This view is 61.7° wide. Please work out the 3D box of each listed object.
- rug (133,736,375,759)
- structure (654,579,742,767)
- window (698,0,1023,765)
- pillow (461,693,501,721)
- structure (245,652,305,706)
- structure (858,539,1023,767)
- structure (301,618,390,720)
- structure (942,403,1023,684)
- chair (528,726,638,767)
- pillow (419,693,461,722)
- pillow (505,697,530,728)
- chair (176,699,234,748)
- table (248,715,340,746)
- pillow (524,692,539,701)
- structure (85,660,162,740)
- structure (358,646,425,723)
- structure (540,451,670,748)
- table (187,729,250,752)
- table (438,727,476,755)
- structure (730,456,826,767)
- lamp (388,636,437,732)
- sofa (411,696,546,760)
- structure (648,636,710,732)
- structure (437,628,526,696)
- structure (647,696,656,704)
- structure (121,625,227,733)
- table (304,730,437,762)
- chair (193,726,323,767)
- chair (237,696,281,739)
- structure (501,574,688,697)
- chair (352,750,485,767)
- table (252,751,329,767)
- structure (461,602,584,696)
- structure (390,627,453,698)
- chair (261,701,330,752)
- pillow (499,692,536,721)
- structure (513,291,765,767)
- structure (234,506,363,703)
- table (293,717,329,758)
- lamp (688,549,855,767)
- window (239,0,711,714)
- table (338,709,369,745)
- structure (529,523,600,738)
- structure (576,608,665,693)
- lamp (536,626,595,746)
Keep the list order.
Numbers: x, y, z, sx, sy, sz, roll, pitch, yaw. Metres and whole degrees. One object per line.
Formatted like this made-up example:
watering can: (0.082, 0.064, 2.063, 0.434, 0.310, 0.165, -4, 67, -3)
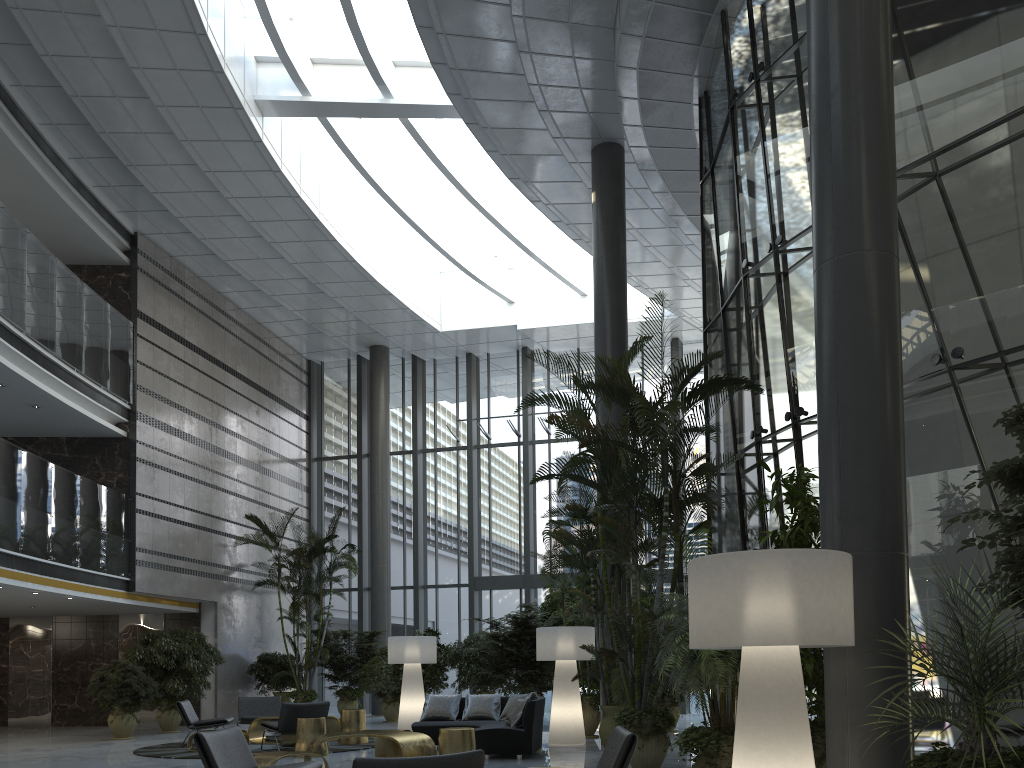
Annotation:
rug: (-3.576, 5.288, 12.538, 3.603, 0.018, 3.653, 5, -19, -18)
structure: (1.474, 2.148, 5.872, 0.981, 1.728, 0.942, 0, -6, -4)
window: (5.133, 1.208, 12.552, 4.191, 7.714, 16.176, -2, -15, 15)
pillow: (-0.408, 4.510, 11.951, 0.605, 0.391, 0.310, -5, -9, 16)
structure: (-5.100, 6.556, 18.602, 1.443, 1.506, 1.135, 6, -11, -34)
structure: (2.222, 1.587, 4.099, 1.419, 1.652, 1.303, 5, -11, -33)
structure: (-3.618, 6.238, 18.839, 1.866, 2.235, 1.926, 0, -9, -2)
structure: (2.803, 1.076, 3.538, 1.744, 2.266, 2.307, -6, -12, 32)
chair: (0.438, 2.599, 5.608, 0.729, 0.651, 0.753, 0, -11, -2)
pillow: (-0.998, 4.552, 12.054, 0.606, 0.392, 0.309, -4, -9, 12)
pillow: (0.076, 4.048, 10.547, 0.277, 0.357, 0.586, 1, -14, -11)
chair: (-4.519, 4.983, 12.615, 0.735, 0.651, 0.746, 2, -12, -12)
table: (-3.159, 5.156, 12.793, 1.368, 0.384, 1.243, -16, -23, 41)
pillow: (0.169, 4.147, 10.919, 0.362, 0.438, 0.658, 0, -13, -3)
structure: (-6.456, 5.211, 14.158, 1.192, 1.293, 1.222, -5, -11, 26)
structure: (-2.466, 6.240, 17.857, 1.464, 1.566, 1.625, 3, -11, -18)
structure: (1.179, 2.689, 10.427, 1.651, 3.639, 2.102, -1, -6, -1)
table: (-4.032, 4.889, 11.754, 0.754, 0.262, 0.896, 2, -17, -10)
table: (-0.552, 3.719, 8.629, 0.439, 0.484, 0.462, -2, -10, 9)
structure: (2.203, 1.832, 6.360, 1.150, 2.651, 1.065, 0, -5, -13)
lamp: (-1.728, 5.222, 14.896, 0.828, 1.631, 0.872, -4, -7, 31)
sofa: (-0.498, 4.464, 11.195, 1.914, 0.680, 2.106, -3, -17, 8)
structure: (2.600, 5.000, 14.318, 1.464, 1.566, 1.625, 3, -11, -18)
structure: (-0.485, 5.786, 16.993, 1.703, 1.841, 2.016, 9, -14, -43)
structure: (1.986, 5.032, 12.920, 0.439, 0.620, 0.463, -3, -8, 18)
structure: (-6.176, 5.380, 15.656, 1.629, 1.921, 2.107, -9, -14, 43)
table: (-1.461, 3.977, 9.271, 1.450, 0.410, 1.336, -3, -17, 8)
chair: (-1.828, 2.830, 6.210, 0.726, 0.651, 0.756, -1, -11, 3)
chair: (-4.020, 5.345, 13.733, 0.738, 0.651, 0.744, 4, -12, -21)
structure: (1.639, 5.084, 16.577, 3.743, 2.877, 3.326, -7, -13, 26)
chair: (-0.576, 2.245, 4.491, 0.742, 0.651, 0.740, 5, -13, -26)
table: (-2.312, 3.799, 8.479, 0.798, 0.280, 0.965, -15, -22, 40)
structure: (0.214, 4.976, 15.232, 2.227, 2.265, 2.436, -1, -11, 1)
structure: (-1.810, 5.844, 17.217, 1.237, 1.918, 1.430, -7, -10, 39)
chair: (-2.917, 4.612, 11.560, 0.753, 0.652, 0.729, 9, -15, -41)
pillow: (0.072, 4.377, 11.623, 0.297, 0.401, 0.633, 5, -14, -33)
structure: (1.252, 1.639, 8.654, 2.448, 4.545, 2.595, 0, -6, -5)
structure: (-4.376, 4.789, 17.956, 2.505, 4.546, 2.533, -3, -7, 20)
table: (-2.576, 4.529, 10.997, 0.439, 0.484, 0.462, -2, -10, 9)
lamp: (1.360, 1.740, 4.482, 0.857, 1.631, 0.842, 2, -7, -25)
window: (-2.226, 0.476, 13.106, 13.500, 9.715, 19.572, -7, -16, 27)
table: (-2.328, 5.022, 12.563, 0.442, 0.484, 0.460, -1, -10, 0)
structure: (0.994, 3.791, 13.361, 1.413, 3.379, 1.248, -1, -4, -1)
structure: (1.660, 4.588, 13.802, 1.625, 2.074, 1.572, 5, -10, -34)
lamp: (0.773, 4.299, 12.206, 0.857, 1.631, 0.842, 2, -7, -25)
